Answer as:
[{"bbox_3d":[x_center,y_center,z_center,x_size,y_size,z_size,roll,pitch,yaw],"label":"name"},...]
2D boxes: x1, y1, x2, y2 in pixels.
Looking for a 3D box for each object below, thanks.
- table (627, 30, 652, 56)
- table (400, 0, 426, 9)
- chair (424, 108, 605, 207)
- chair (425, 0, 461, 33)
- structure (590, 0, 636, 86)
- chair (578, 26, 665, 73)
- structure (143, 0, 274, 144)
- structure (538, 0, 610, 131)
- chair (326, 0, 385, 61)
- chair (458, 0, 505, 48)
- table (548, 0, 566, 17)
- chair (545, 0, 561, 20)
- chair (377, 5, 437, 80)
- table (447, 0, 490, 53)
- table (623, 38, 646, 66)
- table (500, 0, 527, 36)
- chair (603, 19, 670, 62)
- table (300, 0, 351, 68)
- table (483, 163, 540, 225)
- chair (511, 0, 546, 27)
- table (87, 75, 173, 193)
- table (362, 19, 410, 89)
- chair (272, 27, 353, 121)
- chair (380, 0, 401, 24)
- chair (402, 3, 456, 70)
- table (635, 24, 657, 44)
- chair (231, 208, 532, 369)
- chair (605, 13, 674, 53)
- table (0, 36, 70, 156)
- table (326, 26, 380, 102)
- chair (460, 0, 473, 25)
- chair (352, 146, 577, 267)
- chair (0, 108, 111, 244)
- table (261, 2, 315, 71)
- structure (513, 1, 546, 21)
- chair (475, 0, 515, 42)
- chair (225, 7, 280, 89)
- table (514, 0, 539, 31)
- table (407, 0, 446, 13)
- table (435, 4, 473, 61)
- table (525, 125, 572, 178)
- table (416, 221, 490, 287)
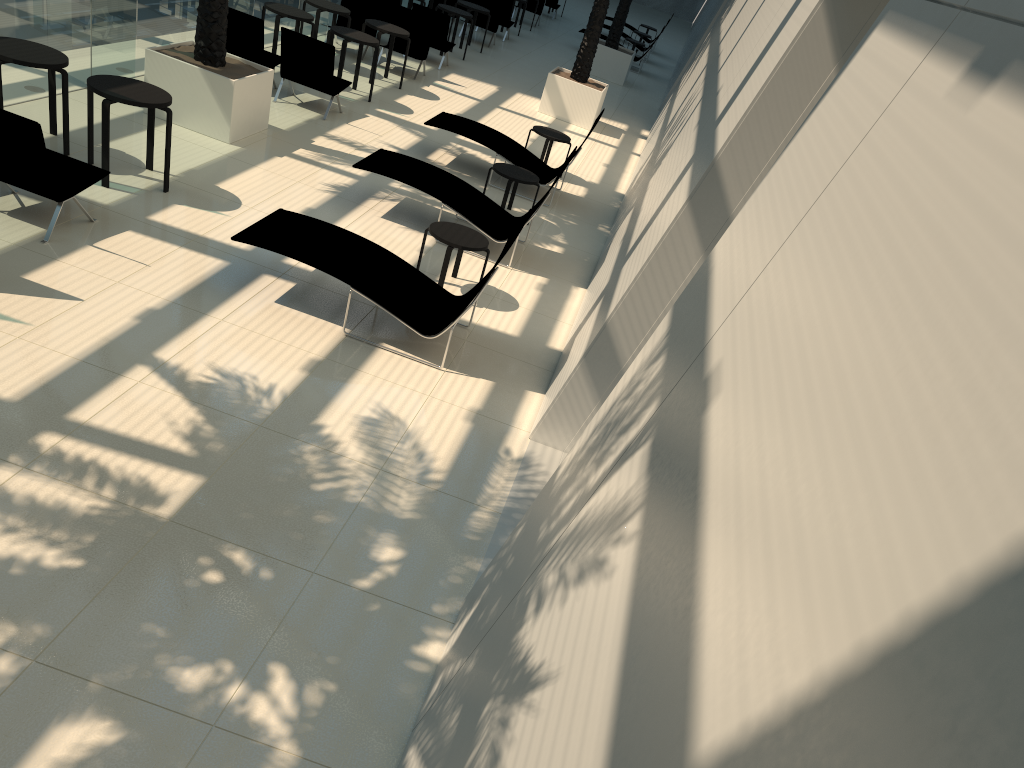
[{"bbox_3d":[3.799,-10.134,25.909,0.546,0.556,0.520,-9,41,-38],"label":"table"},{"bbox_3d":[-2.105,-7.177,16.957,0.665,0.839,0.643,-13,44,-41],"label":"table"},{"bbox_3d":[-0.012,-3.203,11.132,2.037,1.243,0.853,20,32,0],"label":"chair"},{"bbox_3d":[-1.552,-8.302,19.073,0.716,0.954,0.821,20,31,2],"label":"chair"},{"bbox_3d":[3.055,-10.286,18.751,4.676,7.334,3.931,8,34,-16],"label":"structure"},{"bbox_3d":[2.792,-9.016,22.677,2.037,1.243,0.853,20,32,0],"label":"chair"},{"bbox_3d":[-2.535,-5.952,7.753,4.845,7.534,4.094,16,32,-4],"label":"structure"},{"bbox_3d":[2.071,-7.784,13.854,4.506,7.399,4.088,-18,47,-44],"label":"structure"},{"bbox_3d":[-2.667,-5.991,14.483,0.716,0.954,0.821,20,31,2],"label":"chair"},{"bbox_3d":[-0.676,-7.981,19.080,0.716,0.954,0.821,20,31,2],"label":"chair"},{"bbox_3d":[1.323,-12.060,27.324,0.674,0.839,0.634,-5,39,-34],"label":"table"},{"bbox_3d":[1.100,-11.629,26.334,0.716,0.954,0.821,20,31,2],"label":"chair"},{"bbox_3d":[-1.791,-5.671,14.491,0.716,0.954,0.821,20,31,2],"label":"chair"},{"bbox_3d":[-0.896,-7.441,18.156,0.670,0.839,0.639,-9,41,-37],"label":"table"},{"bbox_3d":[3.291,-9.080,23.817,0.546,0.556,0.520,-9,41,-38],"label":"table"},{"bbox_3d":[-0.079,-9.154,21.553,0.665,0.839,0.643,-13,44,-41],"label":"table"},{"bbox_3d":[3.301,-10.069,24.769,2.037,1.243,0.853,20,32,0],"label":"chair"},{"bbox_3d":[-2.922,-5.463,13.560,0.670,0.839,0.639,-9,41,-37],"label":"table"},{"bbox_3d":[-0.022,-2.214,10.180,0.546,0.556,0.520,-9,41,-38],"label":"table"},{"bbox_3d":[0.469,-10.354,23.792,0.716,0.954,0.821,20,31,2],"label":"chair"},{"bbox_3d":[-3.421,-2.226,7.794,0.665,0.839,0.643,-13,44,-41],"label":"table"},{"bbox_3d":[-2.010,-5.130,13.567,0.670,0.839,0.639,-9,41,-37],"label":"table"},{"bbox_3d":[-2.545,-4.074,11.331,0.716,0.954,0.821,20,31,2],"label":"chair"},{"bbox_3d":[-2.318,-6.681,15.864,0.716,0.954,0.821,20,31,2],"label":"chair"},{"bbox_3d":[-1.442,-6.361,15.871,0.716,0.954,0.821,20,31,2],"label":"chair"},{"bbox_3d":[4.307,-11.187,28.001,0.546,0.556,0.520,-9,41,-38],"label":"table"},{"bbox_3d":[-1.044,-1.063,6.883,2.037,1.243,0.853,20,32,0],"label":"chair"},{"bbox_3d":[3.809,-11.123,26.861,2.037,1.243,0.853,20,32,0],"label":"chair"},{"bbox_3d":[-4.332,-2.559,7.787,0.665,0.839,0.643,-13,44,-41],"label":"table"},{"bbox_3d":[-2.302,-4.547,12.403,0.665,0.839,0.643,-13,44,-41],"label":"table"},{"bbox_3d":[-1.201,-8.997,20.463,0.716,0.954,0.821,20,31,2],"label":"chair"},{"bbox_3d":[-0.520,-2.150,9.040,2.037,1.243,0.853,20,32,0],"label":"chair"},{"bbox_3d":[-3.669,-1.744,6.702,0.716,0.954,0.821,20,31,2],"label":"chair"},{"bbox_3d":[-3.213,-4.880,12.396,0.665,0.839,0.643,-13,44,-41],"label":"table"},{"bbox_3d":[1.243,-13.793,23.322,4.710,7.534,4.219,30,34,17],"label":"structure"},{"bbox_3d":[-0.325,-8.676,20.470,0.716,0.954,0.821,20,31,2],"label":"chair"},{"bbox_3d":[-3.421,-4.395,11.323,0.716,0.954,0.821,20,31,2],"label":"chair"},{"bbox_3d":[0.249,-9.813,22.868,0.670,0.839,0.639,-9,41,-37],"label":"table"},{"bbox_3d":[-1.807,-7.774,18.149,0.670,0.839,0.639,-9,41,-37],"label":"table"},{"bbox_3d":[-1.194,-6.843,16.964,0.665,0.839,0.643,-13,44,-41],"label":"table"},{"bbox_3d":[0.487,-3.267,12.272,0.542,0.556,0.524,-13,43,-41],"label":"table"},{"bbox_3d":[-0.546,-1.128,8.023,0.546,0.556,0.520,-9,41,-38],"label":"table"}]
